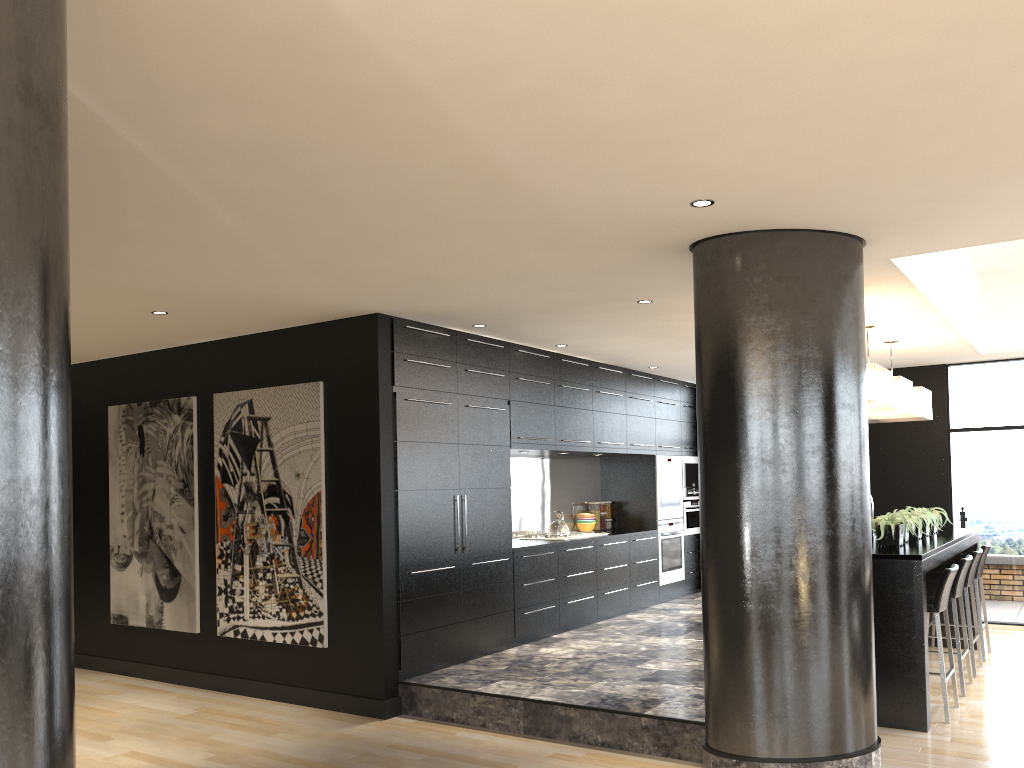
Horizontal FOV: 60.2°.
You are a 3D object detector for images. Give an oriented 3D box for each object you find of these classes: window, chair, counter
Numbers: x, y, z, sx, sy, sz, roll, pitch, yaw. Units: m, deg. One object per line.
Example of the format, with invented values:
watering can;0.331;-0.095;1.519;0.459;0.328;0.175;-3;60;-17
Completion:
window;4.632;-0.776;1.585;10.139;4.761;15.966;-3;-6;20
chair;3.859;1.859;7.626;0.520;0.960;0.476;-3;-3;33
counter;0.497;1.512;8.626;0.732;0.033;2.871;-6;-8;33
chair;2.667;1.676;5.824;0.520;0.960;0.476;-3;-3;33
counter;2.846;1.230;6.961;1.183;0.031;3.125;-6;-8;33
chair;3.487;1.802;7.063;0.520;0.960;0.476;-3;-3;33
chair;3.101;1.743;6.480;0.520;0.960;0.476;-3;-3;33

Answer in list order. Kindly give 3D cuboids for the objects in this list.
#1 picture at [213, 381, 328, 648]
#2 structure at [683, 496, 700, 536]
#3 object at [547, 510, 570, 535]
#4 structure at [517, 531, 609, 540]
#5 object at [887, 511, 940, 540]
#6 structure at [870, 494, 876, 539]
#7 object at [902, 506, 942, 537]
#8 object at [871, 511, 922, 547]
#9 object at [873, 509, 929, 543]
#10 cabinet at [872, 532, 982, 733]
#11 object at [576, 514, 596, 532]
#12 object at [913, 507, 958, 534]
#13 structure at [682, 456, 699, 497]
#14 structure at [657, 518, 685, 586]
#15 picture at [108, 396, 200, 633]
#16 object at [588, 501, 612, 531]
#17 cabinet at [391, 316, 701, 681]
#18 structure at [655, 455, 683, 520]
picture;-1.794;0.966;6.545;1.158;1.866;0.077;-3;-2;33
structure;2.174;1.564;10.518;0.070;0.443;0.680;-2;-5;33
object;0.436;1.313;8.366;0.221;0.229;0.222;-3;-4;26
structure;0.513;1.487;8.615;0.522;0.066;0.903;-6;-8;33
object;3.087;1.079;6.776;0.407;0.216;0.400;2;-6;-32
structure;2.602;1.327;7.121;0.657;1.013;2.786;-3;-6;33
object;3.293;1.100;7.092;0.407;0.238;0.400;2;-6;-32
object;2.579;1.001;6.100;0.407;0.238;0.400;2;-6;-32
object;2.826;1.033;6.428;0.398;0.238;0.408;2;-6;-32
cabinet;2.858;1.763;6.950;1.182;1.032;3.125;-4;-7;33
object;0.791;1.485;9.443;0.185;0.204;0.205;-4;-5;34
object;3.459;1.148;7.446;0.398;0.216;0.409;2;-6;-32
structure;2.164;1.102;10.527;0.027;0.472;0.678;-2;-4;33
structure;1.783;1.879;9.922;0.086;0.704;0.703;-2;-4;33
picture;-2.966;1.081;7.321;1.158;1.866;0.077;-3;-2;33
object;0.977;1.460;9.770;0.114;0.314;0.366;-2;-4;34
cabinet;0.508;1.056;8.622;0.730;2.512;5.747;-2;-5;33
structure;1.767;1.161;9.936;0.086;0.704;0.703;-2;-4;33
